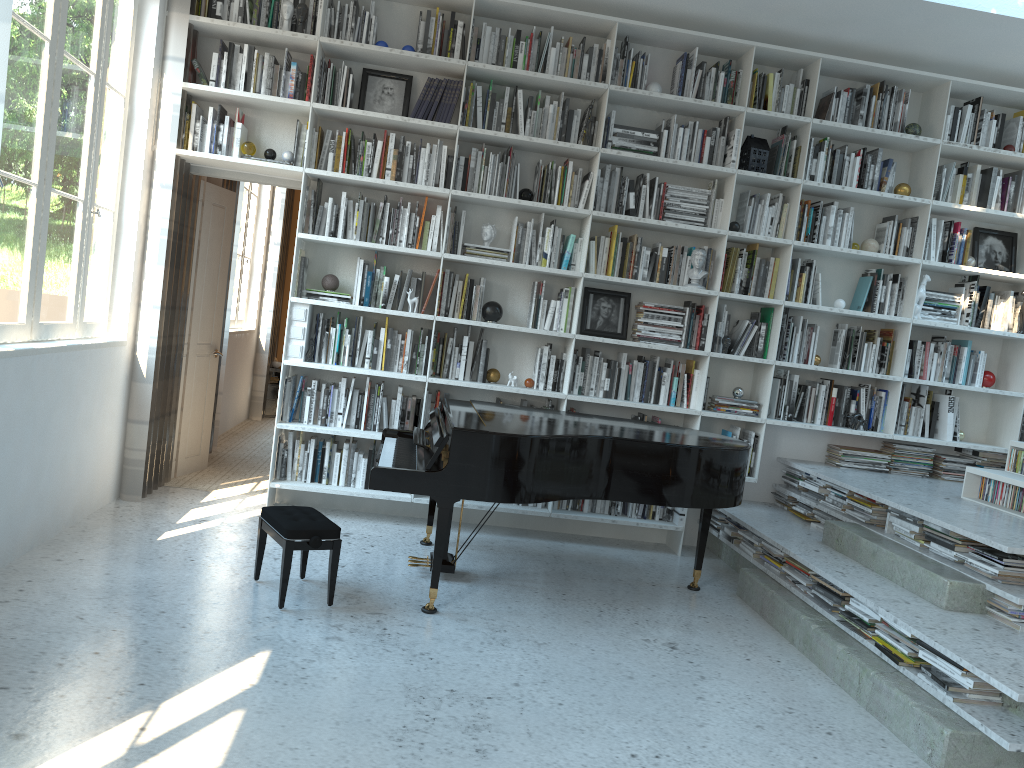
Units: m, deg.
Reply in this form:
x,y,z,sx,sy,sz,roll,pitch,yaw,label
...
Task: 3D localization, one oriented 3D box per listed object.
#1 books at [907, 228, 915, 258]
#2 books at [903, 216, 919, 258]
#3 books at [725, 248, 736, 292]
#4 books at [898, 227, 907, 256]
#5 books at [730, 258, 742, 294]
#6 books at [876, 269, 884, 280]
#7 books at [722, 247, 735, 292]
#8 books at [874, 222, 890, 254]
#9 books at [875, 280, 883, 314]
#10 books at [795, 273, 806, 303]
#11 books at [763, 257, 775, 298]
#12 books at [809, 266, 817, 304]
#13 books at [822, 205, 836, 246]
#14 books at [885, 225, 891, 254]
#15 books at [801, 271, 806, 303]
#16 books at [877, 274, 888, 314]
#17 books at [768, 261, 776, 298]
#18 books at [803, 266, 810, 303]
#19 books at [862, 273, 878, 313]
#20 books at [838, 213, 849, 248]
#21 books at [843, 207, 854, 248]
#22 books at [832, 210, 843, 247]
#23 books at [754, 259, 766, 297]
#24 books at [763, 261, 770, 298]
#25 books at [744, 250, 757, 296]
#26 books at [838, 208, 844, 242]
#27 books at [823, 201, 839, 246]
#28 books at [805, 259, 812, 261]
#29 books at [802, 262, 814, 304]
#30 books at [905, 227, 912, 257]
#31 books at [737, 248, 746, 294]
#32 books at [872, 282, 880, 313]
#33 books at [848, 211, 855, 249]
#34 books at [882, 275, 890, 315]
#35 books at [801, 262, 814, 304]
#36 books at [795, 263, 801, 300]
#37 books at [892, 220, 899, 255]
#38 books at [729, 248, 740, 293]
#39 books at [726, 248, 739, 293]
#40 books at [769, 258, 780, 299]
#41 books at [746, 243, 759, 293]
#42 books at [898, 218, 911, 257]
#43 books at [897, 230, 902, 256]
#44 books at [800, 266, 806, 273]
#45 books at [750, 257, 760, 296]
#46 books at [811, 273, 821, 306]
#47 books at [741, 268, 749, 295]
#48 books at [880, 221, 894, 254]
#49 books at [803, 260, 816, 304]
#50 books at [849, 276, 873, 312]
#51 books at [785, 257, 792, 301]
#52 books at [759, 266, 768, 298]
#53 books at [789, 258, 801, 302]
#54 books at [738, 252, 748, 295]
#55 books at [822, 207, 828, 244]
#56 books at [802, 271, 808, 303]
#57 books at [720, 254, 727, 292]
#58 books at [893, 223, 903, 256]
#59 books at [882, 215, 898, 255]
x,y,z,sx,sy,sz,roll,pitch,yaw,label
2.512,-0.890,5.677,0.012,0.206,0.169,7,4,-7,books
2.526,-0.924,5.668,0.005,0.278,0.182,7,4,-7,books
1.349,-0.707,5.579,0.035,0.293,0.145,7,4,-7,books
2.459,-0.895,5.677,0.013,0.202,0.173,7,4,-7,books
1.390,-0.671,5.578,0.015,0.232,0.180,7,4,-7,books
2.320,-0.589,5.698,0.013,0.296,0.153,7,4,-7,books
1.337,-0.708,5.567,0.035,0.293,0.145,7,4,-7,books
2.358,-0.917,5.676,0.015,0.220,0.139,7,4,-7,books
2.304,-0.551,5.684,0.013,0.219,0.187,7,4,-7,books
1.794,-0.600,5.606,0.017,0.192,0.191,7,4,-7,books
1.599,-0.663,5.604,0.032,0.267,0.142,7,4,-7,books
1.888,-0.622,5.649,0.007,0.254,0.160,7,4,-7,books
1.972,-0.984,5.597,0.030,0.263,0.182,7,4,-7,books
2.368,-0.908,5.674,0.005,0.205,0.153,7,4,-7,books
1.816,-0.607,5.634,0.014,0.209,0.156,7,4,-7,books
2.341,-0.569,5.689,0.018,0.263,0.165,7,4,-7,books
1.614,-0.652,5.622,0.019,0.248,0.148,7,4,-7,books
1.839,-0.622,5.639,0.017,0.243,0.132,7,4,-7,books
2.276,-0.578,5.685,0.021,0.264,0.174,7,4,-7,books
2.068,-0.958,5.627,0.021,0.232,0.182,7,4,-7,books
2.095,-0.974,5.617,0.024,0.272,0.169,7,4,-7,books
2.023,-0.970,5.615,0.025,0.245,0.183,7,4,-7,books
1.527,-0.658,5.574,0.027,0.242,0.188,7,4,-7,books
1.573,-0.653,5.608,0.028,0.240,0.145,7,4,-7,books
1.476,-0.690,5.569,0.019,0.293,0.182,7,4,-7,books
2.046,-0.977,5.637,0.024,0.262,0.133,7,4,-7,books
2.000,-0.999,5.625,0.027,0.295,0.159,7,4,-7,books
1.877,-0.648,5.680,0.011,0.300,0.088,7,4,-7,books
1.859,-0.635,5.637,0.006,0.274,0.167,7,4,-7,books
2.488,-0.892,5.670,0.013,0.204,0.173,7,4,-7,books
1.411,-0.700,5.575,0.019,0.294,0.163,7,4,-7,books
2.294,-0.548,5.683,0.006,0.210,0.188,7,4,-7,books
2.129,-0.962,5.645,0.034,0.254,0.160,7,4,-7,books
2.357,-0.565,5.691,0.015,0.260,0.152,7,4,-7,books
1.853,-0.633,5.631,0.006,0.270,0.178,7,4,-7,books
1.780,-0.636,5.632,0.013,0.256,0.144,7,4,-7,books
2.407,-0.922,5.674,0.016,0.244,0.151,7,4,-7,books
1.374,-0.704,5.582,0.035,0.293,0.145,7,4,-7,books
1.363,-0.705,5.566,0.035,0.293,0.145,7,4,-7,books
1.635,-0.660,5.621,0.033,0.269,0.141,7,4,-7,books
1.490,-0.712,5.587,0.021,0.338,0.169,7,4,-7,books
2.477,-0.919,5.667,0.016,0.257,0.175,7,4,-7,books
2.445,-0.899,5.687,0.012,0.206,0.137,7,4,-7,books
1.807,-0.625,5.631,0.008,0.243,0.168,7,4,-7,books
1.502,-0.668,5.596,0.033,0.253,0.174,7,4,-7,books
1.917,-0.593,5.627,0.051,0.210,0.176,7,4,-7,books
1.445,-0.640,5.609,0.030,0.181,0.131,7,4,-7,books
2.378,-0.920,5.672,0.012,0.232,0.154,7,4,-7,books
1.869,-0.640,5.638,0.013,0.288,0.158,7,4,-7,books
2.237,-0.570,5.688,0.056,0.241,0.153,7,4,-7,books
1.713,-0.659,5.609,0.035,0.288,0.191,7,4,-7,books
1.547,-0.637,5.586,0.034,0.204,0.181,7,4,-7,books
1.758,-0.648,5.599,0.013,0.279,0.191,7,4,-7,books
1.427,-0.691,5.600,0.035,0.278,0.139,7,4,-7,books
1.949,-0.986,5.619,0.011,0.257,0.131,7,4,-7,books
1.827,-0.607,5.627,0.007,0.212,0.158,7,4,-7,books
1.302,-0.692,5.592,0.013,0.247,0.176,7,4,-7,books
2.433,-0.911,5.680,0.016,0.228,0.160,7,4,-7,books
2.395,-0.935,5.660,0.015,0.268,0.164,7,4,-7,books
